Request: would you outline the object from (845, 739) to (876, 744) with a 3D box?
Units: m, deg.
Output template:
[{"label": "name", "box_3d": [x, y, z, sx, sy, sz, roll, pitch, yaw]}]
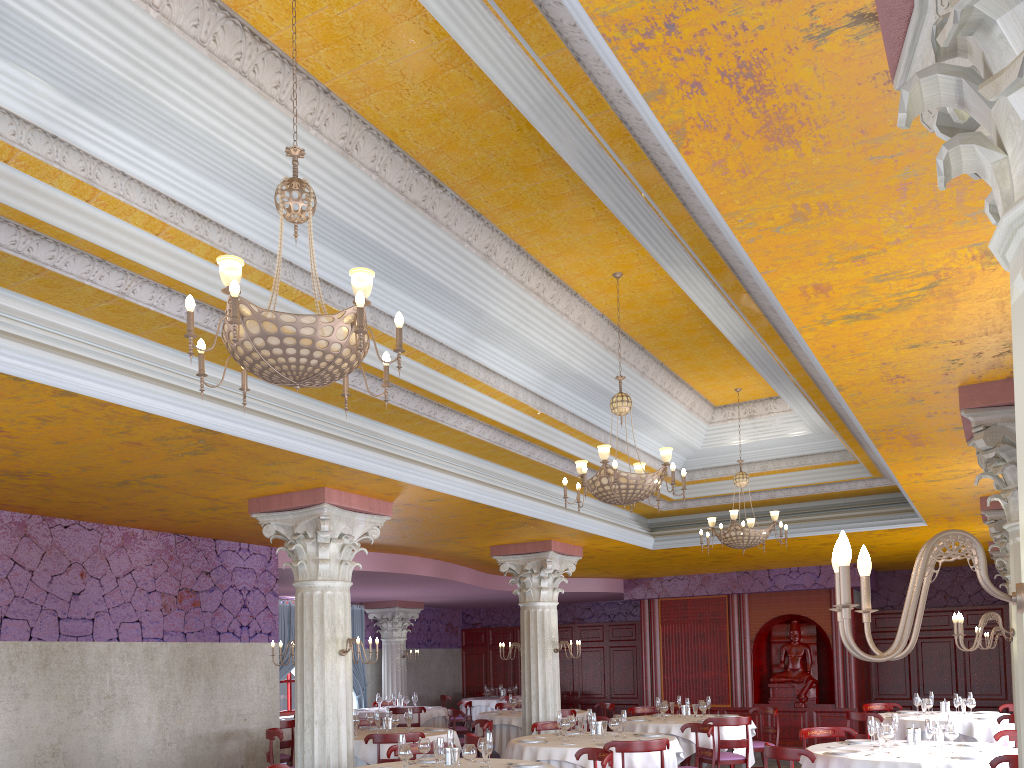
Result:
[{"label": "object", "box_3d": [3.692, 3.789, 9.070, 0.313, 0.023, 0.328, -1, -18, 0]}]

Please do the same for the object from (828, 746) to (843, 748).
[{"label": "object", "box_3d": [3.281, 3.677, 8.667, 0.161, 0.009, 0.164, -11, -20, 28]}]

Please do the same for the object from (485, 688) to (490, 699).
[{"label": "object", "box_3d": [-0.603, 7.648, 21.180, 0.122, 0.258, 0.125, 1, -6, -24]}]

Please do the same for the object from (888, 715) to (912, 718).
[{"label": "object", "box_3d": [5.553, 4.770, 12.268, 0.317, 0.023, 0.323, -11, -20, 28]}]

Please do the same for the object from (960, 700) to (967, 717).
[{"label": "object", "box_3d": [6.398, 4.602, 12.131, 0.086, 0.232, 0.087, -2, -5, 10]}]

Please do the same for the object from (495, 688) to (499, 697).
[{"label": "object", "box_3d": [-0.380, 7.838, 21.746, 0.086, 0.232, 0.087, -2, -5, 10]}]

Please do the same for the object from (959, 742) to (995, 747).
[{"label": "object", "box_3d": [4.633, 3.595, 8.533, 0.317, 0.023, 0.323, -11, -20, 28]}]

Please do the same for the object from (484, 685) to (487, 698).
[{"label": "object", "box_3d": [-0.658, 7.691, 21.420, 0.074, 0.328, 0.075, -3, -4, 21]}]

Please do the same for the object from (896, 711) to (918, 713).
[{"label": "object", "box_3d": [6.092, 5.059, 13.208, 0.317, 0.023, 0.323, -11, -20, 28]}]

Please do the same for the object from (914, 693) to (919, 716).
[{"label": "object", "box_3d": [5.905, 4.679, 12.491, 0.074, 0.328, 0.075, 0, -4, -24]}]

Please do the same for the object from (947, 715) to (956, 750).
[{"label": "object", "box_3d": [4.274, 3.383, 8.325, 0.074, 0.328, 0.075, -3, -4, 21]}]

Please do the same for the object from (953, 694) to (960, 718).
[{"label": "object", "box_3d": [6.275, 4.543, 12.093, 0.074, 0.328, 0.075, 0, -4, -24]}]

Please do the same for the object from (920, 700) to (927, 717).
[{"label": "object", "box_3d": [5.947, 4.687, 12.366, 0.086, 0.232, 0.087, -2, -5, 10]}]

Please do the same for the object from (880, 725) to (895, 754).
[{"label": "object", "box_3d": [3.560, 3.367, 8.113, 0.122, 0.258, 0.125, -1, -6, -1]}]

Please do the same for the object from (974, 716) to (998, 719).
[{"label": "object", "box_3d": [6.494, 4.576, 11.730, 0.317, 0.023, 0.323, -11, -20, 28]}]

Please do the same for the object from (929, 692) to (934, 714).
[{"label": "object", "box_3d": [6.304, 4.789, 12.861, 0.074, 0.328, 0.075, 0, -4, -24]}]

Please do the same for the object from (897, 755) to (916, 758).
[{"label": "object", "box_3d": [3.572, 3.379, 7.758, 0.159, 0.009, 0.165, 5, -19, -19]}]

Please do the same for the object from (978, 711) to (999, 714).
[{"label": "object", "box_3d": [7.032, 4.865, 12.670, 0.317, 0.023, 0.323, -11, -20, 28]}]

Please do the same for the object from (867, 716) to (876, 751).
[{"label": "object", "box_3d": [3.505, 3.410, 8.353, 0.075, 0.328, 0.074, -5, -5, 43]}]

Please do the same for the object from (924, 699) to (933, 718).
[{"label": "object", "box_3d": [5.960, 4.637, 12.251, 0.122, 0.258, 0.125, -1, -6, -1]}]

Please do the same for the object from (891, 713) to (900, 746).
[{"label": "object", "box_3d": [3.904, 3.519, 8.723, 0.074, 0.328, 0.075, -1, -4, -1]}]

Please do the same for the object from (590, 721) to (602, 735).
[{"label": "object", "box_3d": [1.005, 4.100, 10.263, 0.144, 0.206, 0.073, -3, -5, 10]}]

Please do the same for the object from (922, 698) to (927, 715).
[{"label": "object", "box_3d": [6.183, 4.826, 12.818, 0.086, 0.232, 0.087, -2, -5, 10]}]

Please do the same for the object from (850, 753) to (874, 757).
[{"label": "object", "box_3d": [3.241, 3.439, 7.937, 0.256, 0.019, 0.057, 2, -17, -11]}]

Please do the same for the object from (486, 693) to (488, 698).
[{"label": "object", "box_3d": [-0.616, 7.699, 21.295, 0.086, 0.232, 0.087, -2, -5, 10]}]

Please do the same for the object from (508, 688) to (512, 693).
[{"label": "object", "box_3d": [-0.048, 7.601, 21.074, 0.124, 0.258, 0.123, -7, -8, 43]}]

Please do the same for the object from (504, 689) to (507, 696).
[{"label": "object", "box_3d": [-0.164, 7.613, 21.060, 0.086, 0.232, 0.087, -2, -5, 10]}]

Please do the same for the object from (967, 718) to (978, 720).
[{"label": "object", "box_3d": [6.311, 4.578, 11.704, 0.027, 0.013, 0.243, 3, -18, -14]}]

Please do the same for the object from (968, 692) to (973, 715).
[{"label": "object", "box_3d": [6.674, 4.653, 12.463, 0.074, 0.328, 0.075, 0, -4, -24]}]

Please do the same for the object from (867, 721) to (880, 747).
[{"label": "object", "box_3d": [3.666, 3.542, 8.667, 0.124, 0.258, 0.123, -7, -8, 43]}]

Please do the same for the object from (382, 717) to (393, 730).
[{"label": "object", "box_3d": [-1.721, 4.657, 11.804, 0.144, 0.206, 0.073, -3, -5, 10]}]

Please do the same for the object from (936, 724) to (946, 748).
[{"label": "object", "box_3d": [4.234, 3.471, 8.445, 0.086, 0.232, 0.087, 2, -6, -35]}]

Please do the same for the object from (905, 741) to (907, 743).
[{"label": "object", "box_3d": [4.192, 3.749, 8.958, 0.160, 0.009, 0.165, 9, -20, -29]}]

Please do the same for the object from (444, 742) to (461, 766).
[{"label": "object", "box_3d": [-0.530, 3.288, 7.616, 0.144, 0.206, 0.073, -3, -5, 10]}]

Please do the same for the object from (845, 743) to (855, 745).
[{"label": "object", "box_3d": [3.536, 3.779, 8.994, 0.022, 0.003, 0.265, 3, -18, -15]}]

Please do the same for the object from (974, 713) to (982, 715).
[{"label": "object", "box_3d": [6.849, 4.849, 12.586, 0.029, 0.010, 0.145, 2, -18, -12]}]

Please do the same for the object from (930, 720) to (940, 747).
[{"label": "object", "box_3d": [4.221, 3.495, 8.562, 0.123, 0.258, 0.125, -4, -6, 21]}]

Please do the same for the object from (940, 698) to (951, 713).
[{"label": "object", "box_3d": [6.342, 4.708, 12.543, 0.144, 0.206, 0.073, -3, -5, 10]}]

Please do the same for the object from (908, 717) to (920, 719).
[{"label": "object", "box_3d": [5.641, 4.708, 12.075, 0.256, 0.019, 0.057, 2, -17, -11]}]

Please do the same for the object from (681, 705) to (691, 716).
[{"label": "object", "box_3d": [2.669, 4.981, 13.132, 0.144, 0.206, 0.073, -3, -5, 10]}]

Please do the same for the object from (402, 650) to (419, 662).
[{"label": "object", "box_3d": [-0.961, 6.107, 17.916, 0.354, 1.146, 5.877, 1, -16, -32]}]

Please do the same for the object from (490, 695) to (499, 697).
[{"label": "object", "box_3d": [-0.470, 8.070, 22.137, 0.314, 0.023, 0.327, -4, -18, 9]}]

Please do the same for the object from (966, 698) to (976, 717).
[{"label": "object", "box_3d": [6.514, 4.590, 12.145, 0.124, 0.258, 0.123, -7, -8, 43]}]

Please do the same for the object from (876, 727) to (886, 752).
[{"label": "object", "box_3d": [3.547, 3.417, 8.229, 0.086, 0.232, 0.087, 2, -6, -35]}]

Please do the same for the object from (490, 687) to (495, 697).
[{"label": "object", "box_3d": [-0.497, 7.823, 21.734, 0.122, 0.258, 0.125, 1, -6, -24]}]

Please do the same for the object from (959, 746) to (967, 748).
[{"label": "object", "box_3d": [4.450, 3.579, 8.448, 0.029, 0.010, 0.145, 2, -18, -12]}]

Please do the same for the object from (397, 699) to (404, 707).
[{"label": "object", "box_3d": [-2.280, 6.488, 17.480, 0.144, 0.206, 0.073, -3, -5, 10]}]

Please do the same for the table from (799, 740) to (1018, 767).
[{"label": "table", "box_3d": [3.906, 4.034, 8.309, 2.110, 0.926, 2.155, -10, -18, 29]}]

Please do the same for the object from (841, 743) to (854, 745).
[{"label": "object", "box_3d": [3.499, 3.767, 8.982, 0.054, 0.019, 0.269, 2, -18, -10]}]

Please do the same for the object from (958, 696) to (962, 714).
[{"label": "object", "box_3d": [6.620, 4.765, 12.700, 0.123, 0.258, 0.125, -4, -6, 21]}]

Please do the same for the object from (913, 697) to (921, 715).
[{"label": "object", "box_3d": [6.066, 4.812, 12.805, 0.124, 0.258, 0.123, -7, -8, 43]}]

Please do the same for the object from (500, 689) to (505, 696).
[{"label": "object", "box_3d": [-0.220, 7.719, 21.472, 0.144, 0.206, 0.073, -3, -5, 10]}]

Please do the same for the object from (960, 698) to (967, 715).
[{"label": "object", "box_3d": [6.634, 4.741, 12.582, 0.086, 0.232, 0.087, 2, -6, -35]}]

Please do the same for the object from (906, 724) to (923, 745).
[{"label": "object", "box_3d": [3.943, 3.438, 8.406, 0.144, 0.206, 0.073, -3, -5, 10]}]

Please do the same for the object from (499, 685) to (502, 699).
[{"label": "object", "box_3d": [-0.288, 7.555, 21.022, 0.074, 0.328, 0.075, -3, -4, 21]}]

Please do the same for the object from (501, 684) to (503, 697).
[{"label": "object", "box_3d": [-0.259, 7.800, 21.790, 0.074, 0.328, 0.075, -3, -4, 21]}]

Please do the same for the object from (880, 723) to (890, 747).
[{"label": "object", "box_3d": [3.783, 3.556, 8.680, 0.086, 0.232, 0.087, -4, -6, 32]}]
